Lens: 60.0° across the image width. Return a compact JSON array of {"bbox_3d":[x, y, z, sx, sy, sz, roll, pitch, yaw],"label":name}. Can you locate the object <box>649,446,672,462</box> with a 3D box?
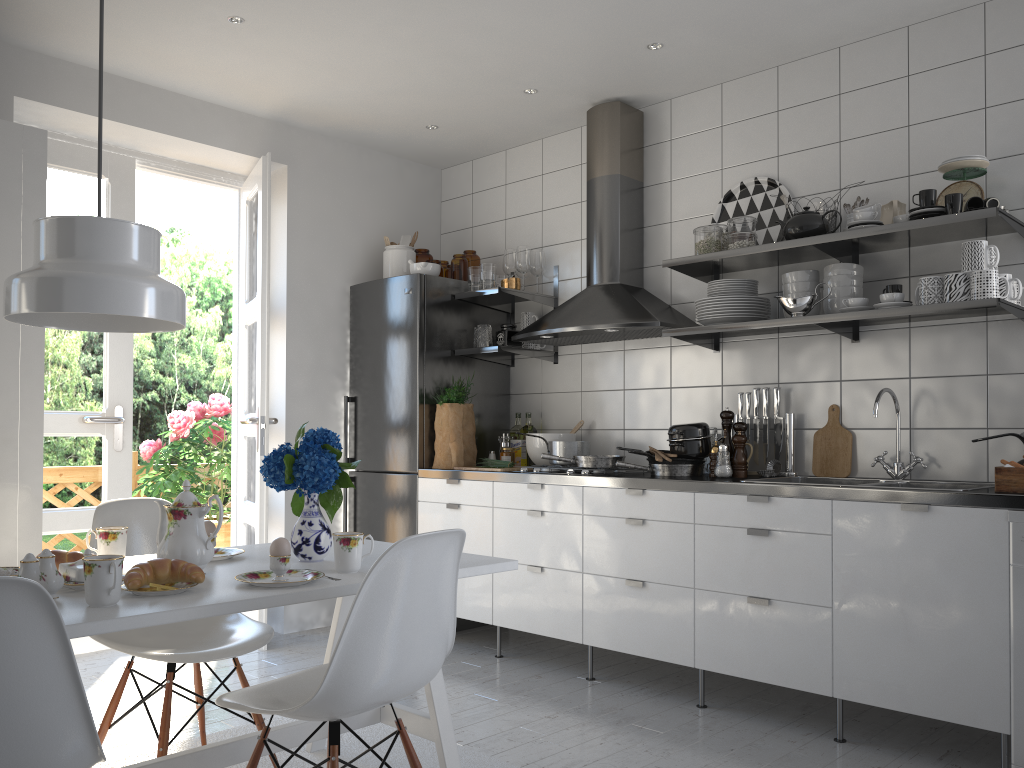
[{"bbox_3d":[0.609,0.287,3.650,0.059,0.060,0.334,0,-3,2],"label":"object"}]

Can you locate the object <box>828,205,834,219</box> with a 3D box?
[{"bbox_3d":[1.220,-0.610,3.468,0.090,0.181,0.023,0,-1,17],"label":"object"}]

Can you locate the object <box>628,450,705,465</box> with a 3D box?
[{"bbox_3d":[0.633,0.316,3.702,0.347,0.082,0.243,0,-3,-5],"label":"object"}]

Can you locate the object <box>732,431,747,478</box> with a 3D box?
[{"bbox_3d":[0.904,0.279,3.518,0.058,0.184,0.058,1,-1,-18],"label":"object"}]

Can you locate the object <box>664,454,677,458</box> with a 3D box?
[{"bbox_3d":[0.643,0.299,3.665,0.065,0.021,0.336,0,-3,7],"label":"object"}]

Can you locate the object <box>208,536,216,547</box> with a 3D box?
[{"bbox_3d":[-0.835,0.442,2.425,0.048,0.057,0.048,0,-2,-6],"label":"object"}]

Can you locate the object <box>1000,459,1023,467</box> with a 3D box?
[{"bbox_3d":[1.542,0.272,2.625,0.030,0.093,0.217,1,-3,-20],"label":"object"}]

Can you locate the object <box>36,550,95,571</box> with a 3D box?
[{"bbox_3d":[-1.065,0.421,2.118,0.161,0.057,0.124,0,-3,9],"label":"object"}]

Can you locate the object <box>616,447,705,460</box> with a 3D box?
[{"bbox_3d":[0.642,0.301,3.693,0.356,0.080,0.246,3,-4,-38],"label":"object"}]

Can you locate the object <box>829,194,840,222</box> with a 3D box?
[{"bbox_3d":[1.251,-0.631,3.499,0.085,0.226,0.027,-1,-1,27],"label":"object"}]

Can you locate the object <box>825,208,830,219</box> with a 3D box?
[{"bbox_3d":[1.230,-0.610,3.501,0.081,0.186,0.023,1,-2,-37],"label":"object"}]

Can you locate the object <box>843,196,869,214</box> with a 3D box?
[{"bbox_3d":[1.324,-0.627,3.407,0.104,0.203,0.077,-1,-2,42],"label":"object"}]

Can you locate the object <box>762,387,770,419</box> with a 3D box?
[{"bbox_3d":[1.065,0.080,3.712,0.022,0.132,0.033,1,-2,-42],"label":"object"}]

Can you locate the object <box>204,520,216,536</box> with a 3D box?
[{"bbox_3d":[-0.834,0.404,2.425,0.048,0.063,0.048,2,-3,-42],"label":"object"}]

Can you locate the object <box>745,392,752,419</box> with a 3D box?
[{"bbox_3d":[1.006,0.092,3.769,0.028,0.114,0.019,-1,-2,39],"label":"object"}]

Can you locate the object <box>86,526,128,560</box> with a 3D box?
[{"bbox_3d":[-1.044,0.421,2.297,0.078,0.095,0.091,-2,-3,42],"label":"object"}]

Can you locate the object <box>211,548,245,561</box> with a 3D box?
[{"bbox_3d":[-0.835,0.469,2.425,0.201,0.016,0.201,3,-4,-41],"label":"object"}]

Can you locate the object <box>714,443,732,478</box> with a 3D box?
[{"bbox_3d":[0.833,0.302,3.493,0.069,0.135,0.069,-1,-2,24],"label":"object"}]

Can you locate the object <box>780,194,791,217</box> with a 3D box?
[{"bbox_3d":[1.117,-0.639,3.531,0.021,0.249,0.113,1,-2,-41],"label":"object"}]

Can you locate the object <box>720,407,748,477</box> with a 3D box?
[{"bbox_3d":[0.902,0.235,3.607,0.061,0.282,0.123,1,-2,-41],"label":"object"}]

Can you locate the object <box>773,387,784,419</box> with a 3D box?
[{"bbox_3d":[1.105,0.078,3.673,0.022,0.132,0.046,1,-2,-43],"label":"object"}]

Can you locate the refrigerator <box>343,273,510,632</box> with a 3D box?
[{"bbox_3d":[-0.460,0.377,4.760,0.576,1.799,0.694,-1,-2,44],"label":"refrigerator"}]

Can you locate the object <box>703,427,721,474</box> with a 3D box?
[{"bbox_3d":[0.868,0.292,3.900,0.081,0.201,0.101,1,-2,-26],"label":"object"}]

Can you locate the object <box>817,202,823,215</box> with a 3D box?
[{"bbox_3d":[1.239,-0.628,3.556,0.025,0.227,0.086,0,-1,13],"label":"object"}]

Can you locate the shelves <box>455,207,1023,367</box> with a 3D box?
[{"bbox_3d":[0.762,-0.404,3.797,2.542,0.512,0.427,-3,-4,44],"label":"shelves"}]

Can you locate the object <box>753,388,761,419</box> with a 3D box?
[{"bbox_3d":[1.034,0.082,3.742,0.022,0.132,0.033,1,-2,-42],"label":"object"}]

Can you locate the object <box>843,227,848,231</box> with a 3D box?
[{"bbox_3d":[1.267,-0.551,3.279,0.079,0.047,0.082,-1,-3,19],"label":"object"}]

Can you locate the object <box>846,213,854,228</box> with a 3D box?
[{"bbox_3d":[1.321,-0.585,3.394,0.084,0.130,0.084,-1,-2,22],"label":"object"}]

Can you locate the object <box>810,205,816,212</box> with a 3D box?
[{"bbox_3d":[1.212,-0.624,3.564,0.028,0.220,0.100,0,-2,15],"label":"object"}]

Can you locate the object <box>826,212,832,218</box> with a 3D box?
[{"bbox_3d":[1.222,-0.610,3.523,0.153,0.187,0.029,1,-2,-33],"label":"object"}]

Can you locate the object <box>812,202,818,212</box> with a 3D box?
[{"bbox_3d":[1.220,-0.629,3.583,0.029,0.232,0.063,-1,-1,32],"label":"object"}]

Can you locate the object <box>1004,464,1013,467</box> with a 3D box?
[{"bbox_3d":[1.493,0.264,2.647,0.048,0.048,0.049,2,-3,-35],"label":"object"}]

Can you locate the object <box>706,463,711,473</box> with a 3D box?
[{"bbox_3d":[0.867,0.353,3.793,0.066,0.067,0.053,0,-2,4],"label":"object"}]

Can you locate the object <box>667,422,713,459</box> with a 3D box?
[{"bbox_3d":[0.738,0.238,3.684,0.190,0.159,0.197,0,-2,5],"label":"object"}]

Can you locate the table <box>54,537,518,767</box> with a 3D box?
[{"bbox_3d":[-0.909,0.782,2.019,0.814,0.660,1.827,-2,-4,44],"label":"table"}]

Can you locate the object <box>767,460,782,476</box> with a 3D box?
[{"bbox_3d":[1.079,0.344,3.635,0.029,0.068,0.069,1,-3,-41],"label":"object"}]

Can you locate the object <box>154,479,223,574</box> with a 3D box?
[{"bbox_3d":[-0.778,0.344,2.128,0.140,0.230,0.149,1,-2,-28],"label":"object"}]

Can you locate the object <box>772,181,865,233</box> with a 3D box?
[{"bbox_3d":[1.203,-0.654,3.512,0.378,0.279,0.198,-1,-2,26],"label":"object"}]

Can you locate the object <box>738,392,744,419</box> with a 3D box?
[{"bbox_3d":[0.981,0.093,3.794,0.028,0.114,0.019,-1,-2,39],"label":"object"}]

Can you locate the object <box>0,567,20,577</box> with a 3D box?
[{"bbox_3d":[-1.084,0.413,1.847,0.158,0.058,0.158,-2,-4,34],"label":"object"}]

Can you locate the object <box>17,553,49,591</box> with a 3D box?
[{"bbox_3d":[-0.957,0.386,1.758,0.069,0.102,0.065,-2,-2,44],"label":"object"}]

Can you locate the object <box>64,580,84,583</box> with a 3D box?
[{"bbox_3d":[-0.943,0.424,1.902,0.180,0.001,0.022,-1,-3,18],"label":"object"}]

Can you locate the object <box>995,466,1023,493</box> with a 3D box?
[{"bbox_3d":[1.622,0.271,2.612,0.211,0.100,0.301,3,-4,-44],"label":"object"}]

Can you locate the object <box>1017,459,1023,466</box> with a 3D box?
[{"bbox_3d":[1.599,0.275,2.711,0.118,0.099,0.084,-2,-3,37],"label":"object"}]

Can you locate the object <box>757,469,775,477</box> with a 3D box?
[{"bbox_3d":[1.029,0.360,3.591,0.072,0.031,0.070,-3,-4,44],"label":"object"}]

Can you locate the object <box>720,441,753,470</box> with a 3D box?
[{"bbox_3d":[0.931,0.309,3.705,0.115,0.144,0.127,0,-2,-7],"label":"object"}]

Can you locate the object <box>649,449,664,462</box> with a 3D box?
[{"bbox_3d":[0.593,0.293,3.650,0.064,0.044,0.335,0,-3,10],"label":"object"}]

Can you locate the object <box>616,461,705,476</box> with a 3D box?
[{"bbox_3d":[0.633,0.352,3.731,0.351,0.060,0.232,-1,-3,22],"label":"object"}]

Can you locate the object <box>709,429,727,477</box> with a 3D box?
[{"bbox_3d":[0.832,0.277,3.559,0.080,0.192,0.058,-1,-2,33],"label":"object"}]

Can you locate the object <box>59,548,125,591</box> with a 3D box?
[{"bbox_3d":[-0.946,0.408,1.975,0.187,0.083,0.140,-3,-4,44],"label":"object"}]

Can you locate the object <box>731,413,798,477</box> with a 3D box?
[{"bbox_3d":[1.048,0.256,3.725,0.322,0.260,0.067,-2,-3,44],"label":"object"}]

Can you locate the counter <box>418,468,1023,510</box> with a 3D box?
[{"bbox_3d":[0.934,0.389,3.454,3.241,0.045,0.651,-3,-5,44],"label":"counter"}]

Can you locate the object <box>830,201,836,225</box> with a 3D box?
[{"bbox_3d":[1.261,-0.625,3.518,0.068,0.217,0.020,1,-1,-21],"label":"object"}]

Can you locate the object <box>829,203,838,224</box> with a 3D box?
[{"bbox_3d":[1.244,-0.613,3.476,0.062,0.190,0.023,0,-1,25],"label":"object"}]

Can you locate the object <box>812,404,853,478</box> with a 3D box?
[{"bbox_3d":[1.284,0.227,3.548,0.157,0.293,0.047,-1,-2,44],"label":"object"}]

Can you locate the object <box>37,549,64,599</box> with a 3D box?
[{"bbox_3d":[-0.960,0.390,1.825,0.069,0.102,0.065,-2,-2,44],"label":"object"}]

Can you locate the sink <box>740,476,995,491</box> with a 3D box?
[{"bbox_3d":[1.254,0.400,3.113,0.766,0.111,0.488,-3,-4,44],"label":"sink"}]
